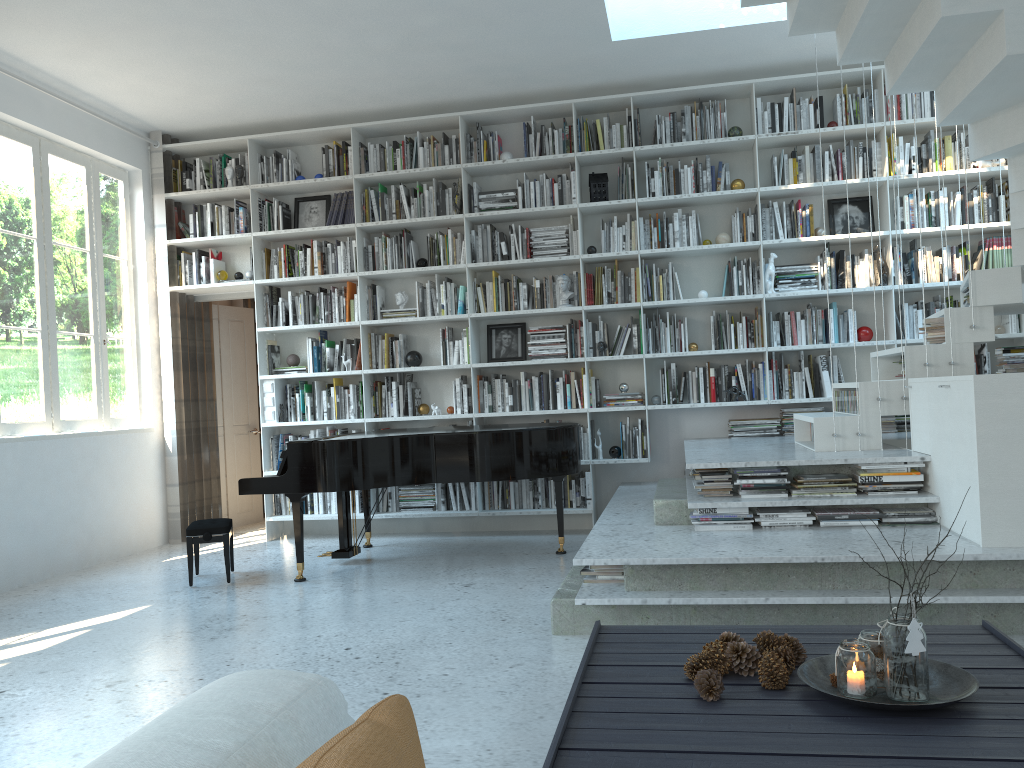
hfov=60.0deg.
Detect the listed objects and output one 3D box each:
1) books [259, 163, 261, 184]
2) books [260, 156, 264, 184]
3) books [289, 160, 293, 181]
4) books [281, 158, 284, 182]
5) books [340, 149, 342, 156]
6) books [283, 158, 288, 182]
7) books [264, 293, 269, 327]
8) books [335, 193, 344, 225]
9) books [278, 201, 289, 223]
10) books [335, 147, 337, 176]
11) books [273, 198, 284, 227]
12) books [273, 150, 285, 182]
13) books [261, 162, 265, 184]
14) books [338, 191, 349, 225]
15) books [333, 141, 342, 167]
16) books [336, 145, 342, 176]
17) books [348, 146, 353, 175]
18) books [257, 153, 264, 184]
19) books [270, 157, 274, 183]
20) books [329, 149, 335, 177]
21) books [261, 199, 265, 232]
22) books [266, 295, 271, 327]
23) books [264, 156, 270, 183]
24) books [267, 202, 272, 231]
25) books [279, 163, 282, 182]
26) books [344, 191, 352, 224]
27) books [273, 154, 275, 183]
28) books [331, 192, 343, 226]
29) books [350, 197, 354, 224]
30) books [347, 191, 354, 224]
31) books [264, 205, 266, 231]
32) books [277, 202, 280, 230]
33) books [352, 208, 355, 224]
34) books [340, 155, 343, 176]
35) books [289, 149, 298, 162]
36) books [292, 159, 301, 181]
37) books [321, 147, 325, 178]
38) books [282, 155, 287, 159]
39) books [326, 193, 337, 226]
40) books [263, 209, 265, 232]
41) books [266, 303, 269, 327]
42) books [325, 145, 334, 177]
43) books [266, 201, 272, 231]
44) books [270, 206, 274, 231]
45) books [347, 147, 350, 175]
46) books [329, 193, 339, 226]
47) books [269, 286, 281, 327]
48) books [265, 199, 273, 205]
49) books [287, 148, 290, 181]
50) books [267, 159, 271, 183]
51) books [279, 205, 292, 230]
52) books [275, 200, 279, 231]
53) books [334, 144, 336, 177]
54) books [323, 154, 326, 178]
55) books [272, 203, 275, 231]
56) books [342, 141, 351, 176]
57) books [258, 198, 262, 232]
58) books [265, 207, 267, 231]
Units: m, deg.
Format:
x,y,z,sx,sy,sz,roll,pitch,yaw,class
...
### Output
x,y,z,sx,sy,sz,roll,pitch,yaw,class
-1.963,-1.631,7.025,0.017,0.204,0.142,-3,0,11,books
-1.952,-1.659,7.029,0.007,0.259,0.156,-3,0,11,books
-1.709,-1.643,6.979,0.014,0.202,0.170,-3,-1,11,books
-1.766,-1.650,6.982,0.013,0.219,0.181,-3,-1,11,books
-1.308,-1.690,6.923,0.013,0.254,0.129,-3,0,11,books
-1.750,-1.648,6.972,0.021,0.214,0.173,-3,-1,11,books
-1.917,-0.571,7.030,0.012,0.285,0.159,-3,0,11,books
-1.311,-1.333,6.916,0.110,0.279,0.174,-3,0,11,books
-1.791,-1.298,6.985,0.012,0.254,0.166,-3,0,11,books
-1.336,-1.694,6.898,0.010,0.263,0.156,-3,0,11,books
-1.833,-1.309,6.994,0.005,0.281,0.190,-3,0,11,books
-1.822,-1.677,6.977,0.015,0.279,0.190,-3,0,11,books
-1.931,-1.636,7.024,0.032,0.210,0.158,-3,-1,11,books
-1.286,-1.337,6.891,0.097,0.282,0.174,-3,0,11,books
-1.356,-1.721,6.929,0.014,0.321,0.136,-3,0,11,books
-1.326,-1.700,6.897,0.011,0.274,0.183,-3,0,11,books
-1.219,-1.695,6.882,0.031,0.254,0.178,-3,0,11,books
-1.975,-1.671,7.036,0.007,0.285,0.159,-3,0,11,books
-1.868,-1.656,7.007,0.016,0.243,0.156,-3,0,11,books
-1.380,-1.684,6.907,0.028,0.249,0.155,-3,0,11,books
-1.944,-1.306,7.020,0.006,0.287,0.148,-3,0,11,books
-1.880,-0.563,6.997,0.027,0.266,0.176,-3,0,11,books
-1.912,-1.657,7.013,0.012,0.249,0.180,-3,0,11,books
-1.880,-1.289,6.989,0.004,0.246,0.189,-3,-1,11,books
-1.796,-1.629,6.991,0.026,0.182,0.161,-3,-1,11,books
-1.250,-1.341,6.904,0.078,0.285,0.174,-3,0,11,books
-1.840,-1.666,6.998,0.016,0.261,0.154,-3,0,11,books
-1.337,-1.332,6.902,0.110,0.279,0.174,-3,0,11,books
-1.205,-1.344,6.896,0.078,0.285,0.174,-3,0,11,books
-1.227,-1.342,6.904,0.078,0.285,0.174,-3,0,11,books
-1.907,-1.279,7.003,0.009,0.228,0.184,-3,-1,11,books
-1.802,-1.295,6.988,0.011,0.250,0.168,-3,0,11,books
-1.185,-1.345,6.878,0.078,0.285,0.174,-3,0,11,books
-1.292,-1.659,6.895,0.027,0.190,0.177,-3,-1,11,books
-1.722,-1.688,6.999,0.015,0.293,0.130,-3,0,11,books
-1.695,-1.648,6.987,0.013,0.210,0.136,-3,0,11,books
-1.449,-1.695,6.939,0.013,0.278,0.151,-3,0,11,books
-1.777,-1.665,6.994,0.013,0.253,0.129,-3,0,11,books
-1.380,-1.329,6.920,0.110,0.279,0.174,-3,0,11,books
-1.931,-1.265,7.021,0.015,0.207,0.172,-3,-1,11,books
-1.898,-0.534,7.018,0.026,0.209,0.155,-3,0,11,books
-1.407,-1.698,6.913,0.024,0.279,0.187,-3,0,11,books
-1.894,-1.296,7.004,0.009,0.260,0.184,-3,0,11,books
-1.856,-1.277,6.989,0.018,0.218,0.186,-3,-1,11,books
-1.243,-1.697,6.899,0.022,0.260,0.152,-3,0,11,books
-1.356,-1.330,6.924,0.110,0.279,0.174,-3,0,11,books
-1.863,-0.598,6.991,0.012,0.334,0.184,-3,0,11,books
-1.912,-1.309,7.020,0.006,0.289,0.144,-3,0,11,books
-1.735,-1.692,6.989,0.007,0.301,0.145,-3,0,11,books
-1.882,-1.646,7.005,0.013,0.225,0.177,-3,-1,11,books
-1.779,-1.278,6.974,0.012,0.214,0.185,-3,-1,11,books
-1.820,-1.299,6.982,0.023,0.258,0.183,-3,0,11,books
-1.345,-1.703,6.912,0.013,0.283,0.166,-3,0,11,books
-1.430,-1.666,6.923,0.028,0.218,0.153,-3,0,11,books
-1.843,-1.290,6.998,0.019,0.244,0.153,-3,0,11,books
-1.271,-1.714,6.881,0.025,0.297,0.163,-3,0,11,books
-1.960,-1.309,7.012,0.005,0.292,0.184,-3,0,11,books
-1.902,-1.272,6.991,0.004,0.214,0.186,-3,-1,11,books
